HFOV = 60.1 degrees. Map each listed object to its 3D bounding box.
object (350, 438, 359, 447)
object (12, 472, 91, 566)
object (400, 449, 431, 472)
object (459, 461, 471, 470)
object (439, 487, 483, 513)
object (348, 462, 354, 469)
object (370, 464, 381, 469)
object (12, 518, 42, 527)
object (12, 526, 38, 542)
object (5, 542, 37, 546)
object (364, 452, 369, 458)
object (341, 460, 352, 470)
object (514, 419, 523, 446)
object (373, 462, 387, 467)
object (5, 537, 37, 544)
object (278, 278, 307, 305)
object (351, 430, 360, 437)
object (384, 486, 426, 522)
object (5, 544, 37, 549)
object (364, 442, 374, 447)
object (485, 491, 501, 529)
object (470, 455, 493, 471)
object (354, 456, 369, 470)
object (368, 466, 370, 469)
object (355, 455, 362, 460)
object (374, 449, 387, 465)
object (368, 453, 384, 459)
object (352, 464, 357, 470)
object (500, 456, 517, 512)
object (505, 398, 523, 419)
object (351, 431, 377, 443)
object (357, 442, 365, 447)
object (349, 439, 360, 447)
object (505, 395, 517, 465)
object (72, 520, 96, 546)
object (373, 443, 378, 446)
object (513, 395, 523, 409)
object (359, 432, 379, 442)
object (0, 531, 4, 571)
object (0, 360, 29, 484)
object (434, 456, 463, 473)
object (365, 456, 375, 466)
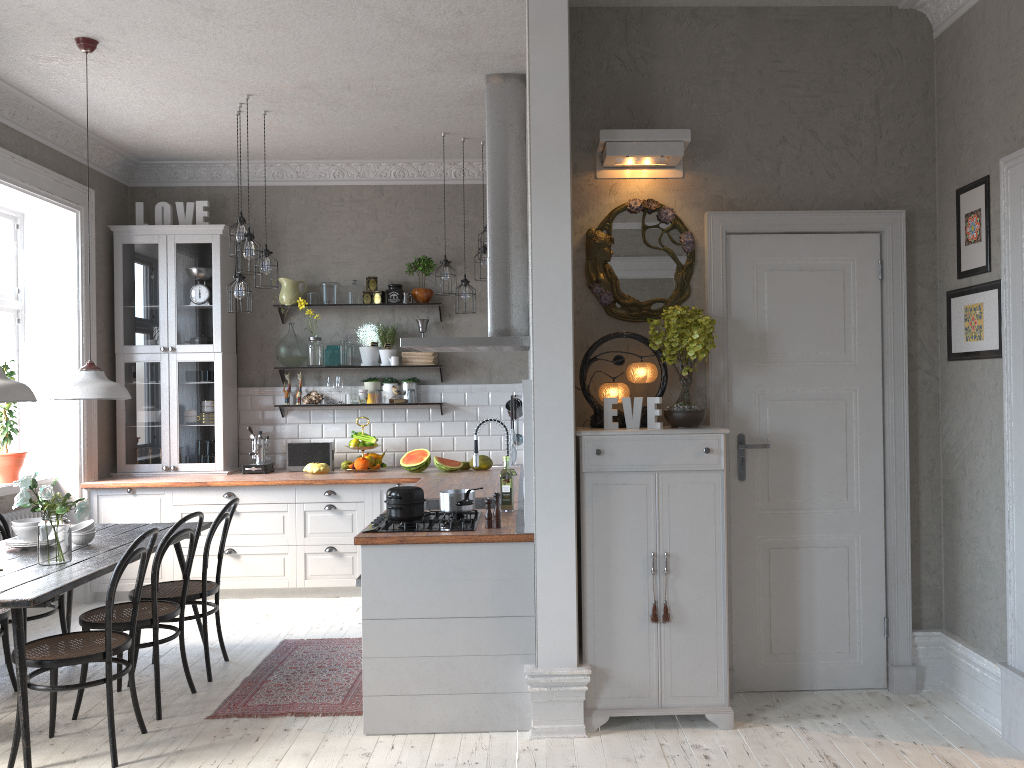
[{"bbox_3d":[-1.204,0.452,6.793,0.058,0.069,0.080,-1,0,19],"label":"object"},{"bbox_3d":[-2.038,0.593,3.936,0.312,0.414,0.251,-1,0,-2],"label":"object"},{"bbox_3d":[-0.731,0.583,6.705,0.232,0.174,0.220,-1,0,21],"label":"object"},{"bbox_3d":[-0.371,0.629,6.838,0.204,0.073,0.117,-1,0,-37],"label":"object"},{"bbox_3d":[-0.214,0.551,4.278,0.298,0.134,0.178,-1,0,34],"label":"object"},{"bbox_3d":[-1.225,0.630,6.845,0.084,0.057,0.090,-1,0,32],"label":"object"},{"bbox_3d":[-1.052,0.636,6.809,0.069,0.051,0.088,-1,0,-43],"label":"object"},{"bbox_3d":[-2.369,0.720,4.380,0.181,0.094,0.178,-1,0,-9],"label":"object"},{"bbox_3d":[-2.369,0.740,4.379,0.181,0.094,0.178,-1,0,-9],"label":"object"},{"bbox_3d":[-2.368,0.785,4.380,0.242,0.027,0.233,-1,0,-32],"label":"object"},{"bbox_3d":[-1.132,0.581,6.929,0.086,0.093,0.086,-1,0,-4],"label":"object"},{"bbox_3d":[-1.264,0.628,6.880,0.075,0.072,0.154,-1,0,29],"label":"object"},{"bbox_3d":[0.042,0.270,6.597,0.077,0.379,0.082,-1,0,0],"label":"object"},{"bbox_3d":[-1.067,0.627,6.931,0.212,0.044,0.055,-1,0,38],"label":"object"},{"bbox_3d":[-2.368,0.776,4.380,0.234,0.027,0.241,-1,0,23],"label":"object"},{"bbox_3d":[-1.743,-0.724,6.995,0.189,0.216,0.175,-1,0,13],"label":"object"},{"bbox_3d":[-1.208,0.388,6.842,0.074,0.058,0.050,-1,0,-24],"label":"object"},{"bbox_3d":[-0.487,0.546,4.043,0.193,0.147,0.190,-1,0,-21],"label":"object"},{"bbox_3d":[-2.368,0.794,4.380,0.234,0.027,0.240,-1,0,18],"label":"object"},{"bbox_3d":[-1.106,0.475,6.845,0.077,0.062,0.099,-1,0,-27],"label":"object"},{"bbox_3d":[-0.086,0.562,3.971,0.073,0.167,0.036,-1,0,-1],"label":"object"},{"bbox_3d":[-0.236,0.604,6.792,0.208,0.119,0.129,-1,0,-38],"label":"object"},{"bbox_3d":[-1.143,0.602,6.740,0.115,0.110,0.109,-1,0,-33],"label":"object"},{"bbox_3d":[-1.122,0.643,6.813,0.070,0.065,0.070,-1,0,21],"label":"object"},{"bbox_3d":[-1.164,0.593,6.936,0.077,0.076,0.156,-1,0,26],"label":"object"},{"bbox_3d":[-1.028,0.568,6.883,0.060,0.120,0.127,-1,0,24],"label":"object"},{"bbox_3d":[-1.055,0.562,6.890,0.128,0.056,0.059,-1,0,-9],"label":"object"},{"bbox_3d":[-1.209,0.639,6.861,0.070,0.076,0.226,-1,0,-17],"label":"object"},{"bbox_3d":[-0.015,0.508,4.504,0.089,0.282,0.082,-1,0,0],"label":"object"},{"bbox_3d":[0.018,0.160,6.082,0.107,0.161,0.138,-1,0,17],"label":"object"},{"bbox_3d":[-1.142,0.408,6.839,0.210,0.101,0.067,-1,0,5],"label":"object"},{"bbox_3d":[-1.162,0.474,6.809,0.063,0.061,0.066,-1,0,0],"label":"object"},{"bbox_3d":[-1.218,0.468,6.868,0.097,0.078,0.100,-1,0,-13],"label":"object"},{"bbox_3d":[-0.009,0.292,5.712,0.081,0.443,0.329,-1,0,1],"label":"object"},{"bbox_3d":[-2.150,0.745,4.428,0.123,0.119,0.129,-1,0,15],"label":"object"},{"bbox_3d":[-1.065,0.472,6.876,0.052,0.050,0.049,-1,0,9],"label":"object"},{"bbox_3d":[0.029,0.160,6.209,0.108,0.161,0.137,-1,0,2],"label":"object"},{"bbox_3d":[-1.112,0.418,6.908,0.178,0.096,0.089,-1,0,19],"label":"object"},{"bbox_3d":[-2.223,0.719,3.810,0.059,0.167,0.060,-1,0,13],"label":"object"},{"bbox_3d":[-3.349,0.244,5.855,0.255,0.813,0.264,-1,0,27],"label":"object"},{"bbox_3d":[-0.473,0.603,6.661,0.227,0.127,0.146,-1,0,-18],"label":"object"},{"bbox_3d":[-1.102,0.591,6.816,0.087,0.078,0.089,-1,0,26],"label":"object"}]
